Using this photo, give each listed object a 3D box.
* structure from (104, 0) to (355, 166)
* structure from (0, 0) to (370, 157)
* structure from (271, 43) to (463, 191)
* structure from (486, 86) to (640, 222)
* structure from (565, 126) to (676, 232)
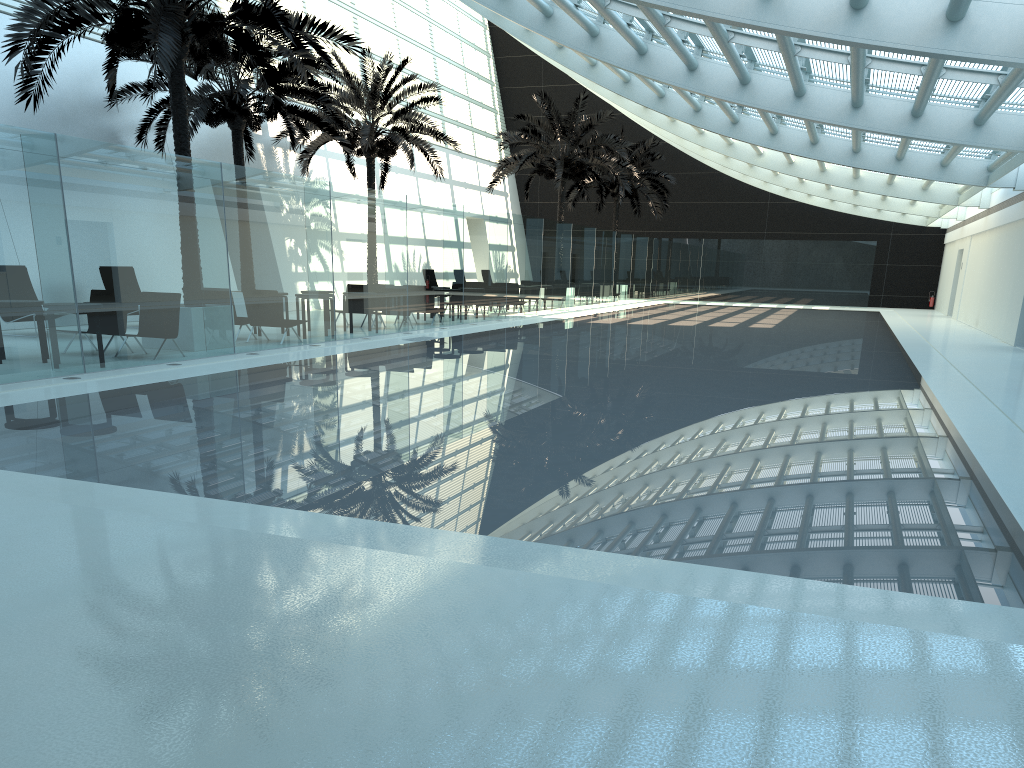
[{"bbox_3d":[-5.980,-4.858,18.991,4.643,7.120,4.093,1,15,-1],"label":"structure"},{"bbox_3d":[-5.043,-4.079,12.781,4.726,7.314,4.342,13,18,37],"label":"structure"},{"bbox_3d":[-4.049,-5.589,24.451,4.578,7.183,4.153,-9,18,-35],"label":"structure"},{"bbox_3d":[1.723,-6.269,30.018,4.805,7.314,4.268,5,15,13],"label":"structure"},{"bbox_3d":[4.628,-7.199,37.341,4.459,7.313,4.601,1,14,-1],"label":"structure"}]
